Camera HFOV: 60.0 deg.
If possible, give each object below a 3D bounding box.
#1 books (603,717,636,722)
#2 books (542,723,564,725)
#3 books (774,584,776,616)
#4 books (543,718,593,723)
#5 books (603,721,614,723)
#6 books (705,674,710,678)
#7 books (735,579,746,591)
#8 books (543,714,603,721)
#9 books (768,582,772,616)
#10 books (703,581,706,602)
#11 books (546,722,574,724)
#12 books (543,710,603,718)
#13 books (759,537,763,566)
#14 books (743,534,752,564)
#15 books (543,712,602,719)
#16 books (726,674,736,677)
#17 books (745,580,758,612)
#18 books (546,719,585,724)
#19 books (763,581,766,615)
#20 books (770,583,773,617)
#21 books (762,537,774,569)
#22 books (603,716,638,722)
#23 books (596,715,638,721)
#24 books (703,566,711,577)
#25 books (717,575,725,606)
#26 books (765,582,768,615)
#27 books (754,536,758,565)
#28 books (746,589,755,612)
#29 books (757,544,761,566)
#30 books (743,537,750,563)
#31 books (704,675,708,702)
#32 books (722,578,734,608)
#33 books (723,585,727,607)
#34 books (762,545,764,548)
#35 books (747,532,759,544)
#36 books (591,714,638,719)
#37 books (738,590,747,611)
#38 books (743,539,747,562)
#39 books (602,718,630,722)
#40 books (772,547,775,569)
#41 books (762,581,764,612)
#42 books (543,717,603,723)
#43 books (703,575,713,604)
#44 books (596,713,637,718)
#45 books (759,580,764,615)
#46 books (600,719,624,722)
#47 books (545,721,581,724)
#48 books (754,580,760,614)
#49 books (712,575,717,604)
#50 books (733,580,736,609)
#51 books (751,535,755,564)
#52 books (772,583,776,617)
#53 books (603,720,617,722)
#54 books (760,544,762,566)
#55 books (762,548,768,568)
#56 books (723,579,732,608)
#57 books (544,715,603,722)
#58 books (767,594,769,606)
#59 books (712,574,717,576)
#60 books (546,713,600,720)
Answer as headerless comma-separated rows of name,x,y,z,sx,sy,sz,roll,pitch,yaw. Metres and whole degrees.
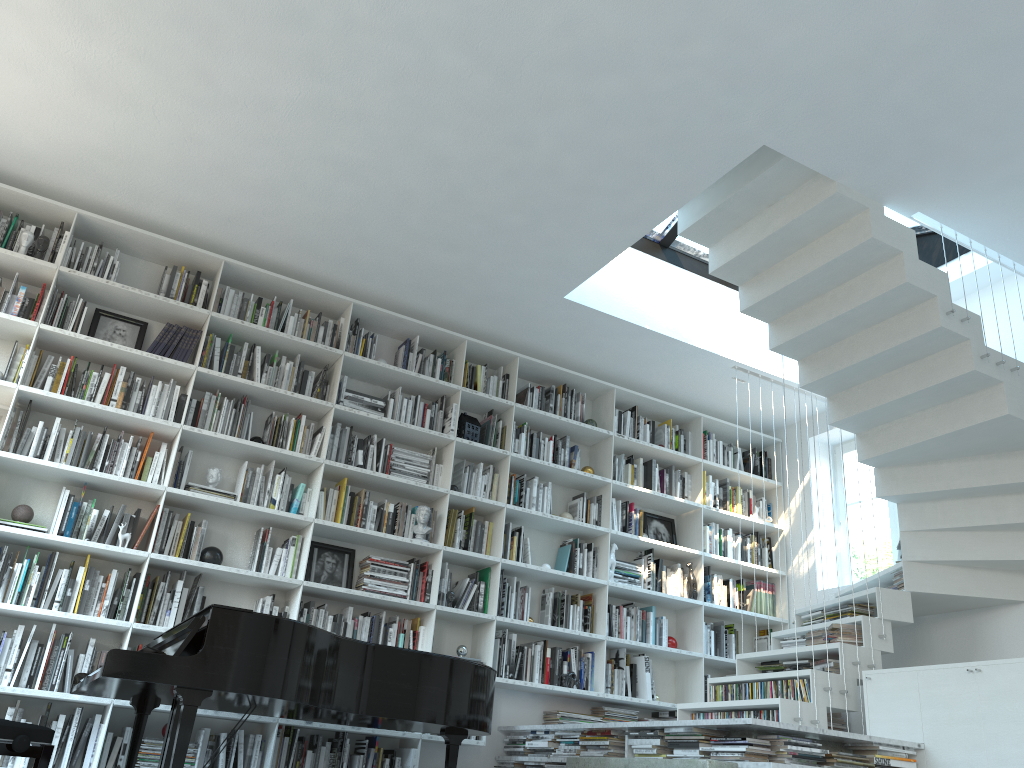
books,0.687,2.274,6.002,0.254,0.005,0.161,18,-27,-26
books,0.393,2.252,5.831,0.346,0.007,0.194,18,-28,-26
books,2.016,1.735,7.000,0.018,0.292,0.170,17,-27,-25
books,0.399,2.225,5.842,0.346,0.007,0.194,19,-28,-27
books,0.688,2.297,5.993,0.285,0.007,0.160,17,-27,-24
books,1.352,2.198,6.316,0.030,0.237,0.152,17,-27,-25
books,1.745,1.663,6.877,0.026,0.276,0.170,17,-27,-25
books,0.400,2.205,5.853,0.346,0.007,0.194,16,-27,-23
books,1.971,1.719,6.973,0.018,0.292,0.170,17,-27,-25
books,1.402,1.582,6.717,0.066,0.235,0.144,17,-27,-25
books,0.397,2.243,5.827,0.308,0.008,0.195,20,-28,-29
books,0.401,2.185,5.862,0.346,0.007,0.194,16,-27,-23
books,1.949,1.382,7.113,0.013,0.282,0.149,17,-27,-25
books,1.852,1.348,7.058,0.012,0.281,0.152,17,-27,-25
books,0.401,2.192,5.859,0.346,0.007,0.194,18,-28,-26
books,1.623,2.270,6.475,0.012,0.283,0.160,17,-27,-25
books,1.835,1.682,6.912,0.073,0.290,0.170,17,-27,-25
books,0.401,2.230,5.835,0.308,0.008,0.195,15,-26,-20
books,1.921,1.706,6.955,0.018,0.292,0.170,17,-27,-25
books,1.984,1.725,6.985,0.018,0.292,0.170,17,-27,-25
books,2.020,1.395,7.138,0.042,0.291,0.187,17,-27,-25
books,0.688,2.269,6.004,0.285,0.005,0.160,17,-27,-24
books,0.688,2.264,6.006,0.285,0.005,0.160,18,-27,-26
books,1.463,1.557,6.753,0.012,0.320,0.142,17,-27,-25
books,1.542,1.600,6.759,0.056,0.260,0.177,17,-27,-25
books,1.939,1.709,6.959,0.018,0.292,0.170,17,-27,-25
books,1.883,1.362,7.064,0.028,0.266,0.174,17,-27,-25
books,1.798,1.706,6.878,0.089,0.216,0.167,17,-27,-25
books,1.905,1.394,7.062,0.025,0.210,0.189,17,-27,-25
books,1.830,1.360,7.051,0.025,0.251,0.160,17,-27,-25
books,1.333,2.194,6.304,0.014,0.232,0.183,17,-27,-25
books,1.635,1.637,6.820,0.029,0.258,0.172,17,-27,-25
books,1.572,1.643,6.761,0.023,0.188,0.170,17,-27,-25
books,1.978,1.425,7.137,0.024,0.229,0.131,17,-27,-25
books,1.935,1.360,7.125,0.013,0.328,0.140,17,-27,-25
books,0.692,2.252,6.005,0.285,0.005,0.160,19,-28,-28
books,1.732,1.691,6.825,0.024,0.180,0.191,17,-27,-25
books,1.801,1.363,7.045,0.028,0.236,0.146,17,-27,-25
books,0.688,2.278,5.998,0.285,0.005,0.160,18,-28,-26
books,2.044,1.437,7.137,0.021,0.218,0.184,17,-27,-25
books,1.905,1.701,6.947,0.018,0.292,0.170,17,-27,-25
books,0.398,2.219,5.847,0.346,0.007,0.194,16,-27,-23
books,1.453,1.582,6.715,0.022,0.242,0.171,17,-27,-25
books,0.695,2.248,6.009,0.254,0.005,0.161,15,-26,-21
books,1.896,1.691,6.928,0.018,0.292,0.170,17,-27,-25
books,0.685,2.285,5.999,0.254,0.005,0.161,17,-27,-25
books,0.392,2.240,5.841,0.308,0.008,0.195,17,-27,-25
books,1.868,1.690,6.929,0.033,0.292,0.170,17,-27,-25
books,1.486,1.590,6.730,0.026,0.244,0.181,17,-27,-25
books,1.669,1.654,6.843,0.012,0.253,0.161,17,-27,-25
books,1.864,1.353,7.059,0.013,0.275,0.188,17,-27,-25
books,2.005,1.727,6.984,0.018,0.292,0.170,17,-27,-25
books,0.687,2.291,5.998,0.285,0.007,0.160,17,-27,-25
books,1.922,1.400,7.082,0.025,0.219,0.178,17,-27,-25
books,1.971,1.422,7.091,0.029,0.194,0.192,17,-27,-25
books,1.617,1.633,6.798,0.022,0.246,0.181,17,-27,-25
books,0.403,2.209,5.843,0.346,0.007,0.194,20,-28,-29
books,1.953,1.716,6.970,0.018,0.292,0.170,17,-27,-25
books,1.502,1.592,6.753,0.022,0.264,0.157,17,-27,-25
books,0.400,2.199,5.856,0.308,0.008,0.195,16,-27,-23
